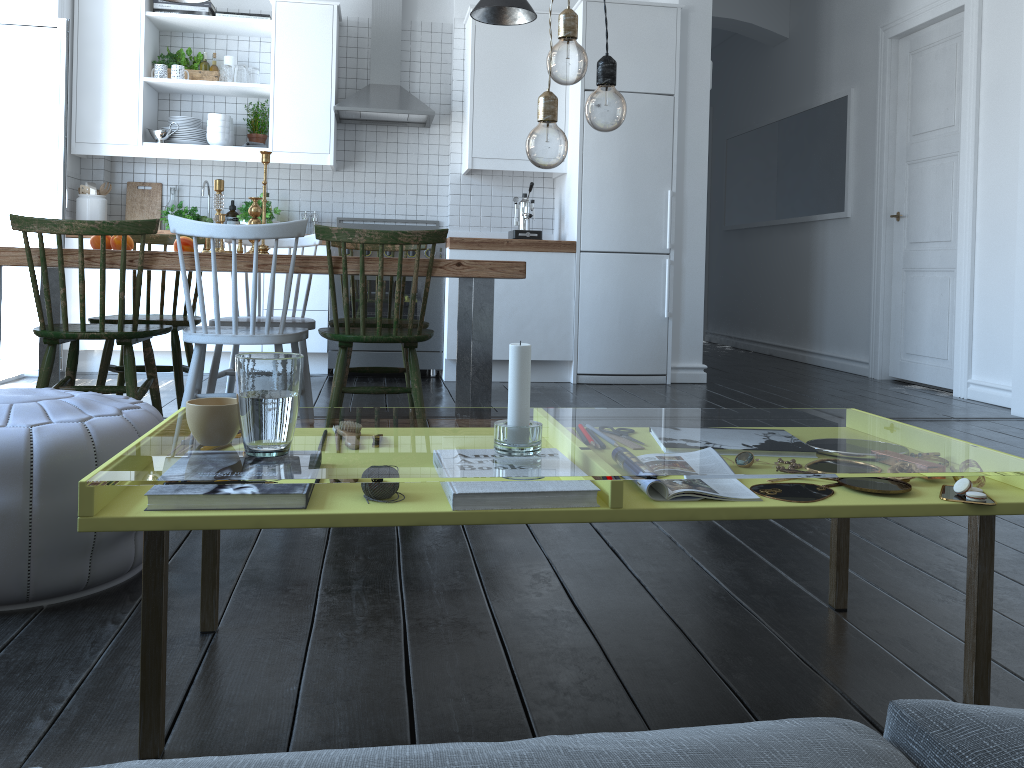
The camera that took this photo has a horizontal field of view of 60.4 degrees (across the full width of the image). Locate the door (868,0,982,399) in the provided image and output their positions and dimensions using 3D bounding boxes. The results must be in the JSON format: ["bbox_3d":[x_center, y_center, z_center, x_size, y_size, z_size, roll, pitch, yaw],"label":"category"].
[{"bbox_3d":[2.676,-1.213,5.683,0.116,2.470,1.045,1,1,-9],"label":"door"}]

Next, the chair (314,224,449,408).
[{"bbox_3d":[-0.498,-0.164,3.270,0.467,0.825,0.488,1,2,-10],"label":"chair"}]

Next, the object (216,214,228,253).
[{"bbox_3d":[-1.111,-0.571,3.374,0.080,0.160,0.080,3,2,38],"label":"object"}]

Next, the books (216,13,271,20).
[{"bbox_3d":[-1.737,-2.351,5.747,0.350,0.038,0.263,0,7,-10],"label":"books"}]

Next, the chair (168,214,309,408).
[{"bbox_3d":[-0.967,-0.170,3.160,0.466,0.840,0.512,1,2,-9],"label":"chair"}]

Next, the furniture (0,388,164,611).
[{"bbox_3d":[-1.070,0.225,1.933,0.609,0.418,0.619,0,5,-15],"label":"furniture"}]

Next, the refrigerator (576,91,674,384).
[{"bbox_3d":[0.663,-0.937,5.753,0.576,1.798,0.683,1,1,-9],"label":"refrigerator"}]

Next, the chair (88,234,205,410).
[{"bbox_3d":[-1.568,-0.264,3.837,0.467,0.825,0.488,1,2,-10],"label":"chair"}]

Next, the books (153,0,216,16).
[{"bbox_3d":[-2.102,-2.425,5.697,0.351,0.030,0.290,0,7,-9],"label":"books"}]

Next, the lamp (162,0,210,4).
[{"bbox_3d":[-2.981,-1.837,4.643,2.699,2.506,0.493,1,1,-9],"label":"lamp"}]

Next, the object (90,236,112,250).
[{"bbox_3d":[-1.652,-0.570,3.547,0.088,0.090,0.084,0,4,-19],"label":"object"}]

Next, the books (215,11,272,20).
[{"bbox_3d":[-1.739,-2.379,5.756,0.341,0.016,0.277,1,7,-7],"label":"books"}]

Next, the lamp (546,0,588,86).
[{"bbox_3d":[0.116,-1.278,1.558,0.074,1.494,0.074,2,1,38],"label":"lamp"}]

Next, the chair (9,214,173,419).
[{"bbox_3d":[-1.455,-0.167,3.101,0.467,0.826,0.488,1,2,-10],"label":"chair"}]

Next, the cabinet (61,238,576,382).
[{"bbox_3d":[-1.212,-0.481,5.656,3.182,0.813,0.733,1,4,-1],"label":"cabinet"}]

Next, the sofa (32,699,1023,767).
[{"bbox_3d":[0.341,0.306,0.141,2.371,0.721,1.092,0,5,-9],"label":"sofa"}]

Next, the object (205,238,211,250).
[{"bbox_3d":[-1.258,-0.585,3.646,0.102,0.114,0.103,0,4,-23],"label":"object"}]

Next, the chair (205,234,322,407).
[{"bbox_3d":[-1.098,-0.274,3.947,0.466,0.840,0.512,1,2,-9],"label":"chair"}]

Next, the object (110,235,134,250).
[{"bbox_3d":[-1.569,-0.565,3.543,0.083,0.088,0.091,3,4,17],"label":"object"}]

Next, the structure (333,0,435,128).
[{"bbox_3d":[-0.824,-2.394,5.794,0.633,1.302,0.530,1,1,-9],"label":"structure"}]

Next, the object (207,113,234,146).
[{"bbox_3d":[-1.884,-1.626,5.692,0.149,0.215,0.311,1,5,-11],"label":"object"}]

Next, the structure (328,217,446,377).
[{"bbox_3d":[-0.812,-0.581,5.722,0.700,1.017,0.726,1,3,-9],"label":"structure"}]

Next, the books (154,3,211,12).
[{"bbox_3d":[-2.112,-2.393,5.684,0.328,0.030,0.261,0,7,-11],"label":"books"}]

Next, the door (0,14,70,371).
[{"bbox_3d":[-2.855,-1.088,5.012,0.585,2.022,0.105,1,1,-15],"label":"door"}]

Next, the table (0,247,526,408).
[{"bbox_3d":[-1.133,-0.160,3.530,2.225,0.714,1.025,0,5,-9],"label":"table"}]

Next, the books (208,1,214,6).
[{"bbox_3d":[-2.112,-2.459,5.690,0.325,0.038,0.261,1,7,-7],"label":"books"}]

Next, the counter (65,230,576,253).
[{"bbox_3d":[-1.198,-0.906,5.594,3.097,0.073,0.853,0,7,-9],"label":"counter"}]

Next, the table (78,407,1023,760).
[{"bbox_3d":[0.094,0.287,1.514,1.400,0.398,0.605,0,5,-9],"label":"table"}]

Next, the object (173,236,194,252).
[{"bbox_3d":[-1.364,-0.574,3.671,0.089,0.084,0.085,2,4,4],"label":"object"}]

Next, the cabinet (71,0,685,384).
[{"bbox_3d":[-0.872,-1.252,5.670,3.788,2.368,0.782,1,1,-5],"label":"cabinet"}]

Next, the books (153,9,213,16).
[{"bbox_3d":[-2.103,-2.357,5.695,0.351,0.044,0.261,1,7,-7],"label":"books"}]

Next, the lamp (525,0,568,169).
[{"bbox_3d":[0.081,-1.121,1.530,0.074,1.494,0.089,2,1,15],"label":"lamp"}]

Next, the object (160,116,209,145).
[{"bbox_3d":[-2.123,-1.624,5.709,0.300,0.194,0.308,1,5,-8],"label":"object"}]

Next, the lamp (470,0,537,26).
[{"bbox_3d":[-0.036,-2.571,5.034,0.385,0.938,0.387,1,1,0],"label":"lamp"}]

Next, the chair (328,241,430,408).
[{"bbox_3d":[-0.610,-0.261,4.006,0.467,0.826,0.488,1,2,-10],"label":"chair"}]

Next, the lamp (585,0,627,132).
[{"bbox_3d":[0.180,-1.194,1.557,0.086,1.494,0.074,2,1,42],"label":"lamp"}]

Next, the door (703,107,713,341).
[{"bbox_3d":[2.033,-1.757,9.825,0.116,2.470,1.075,1,2,-9],"label":"door"}]
